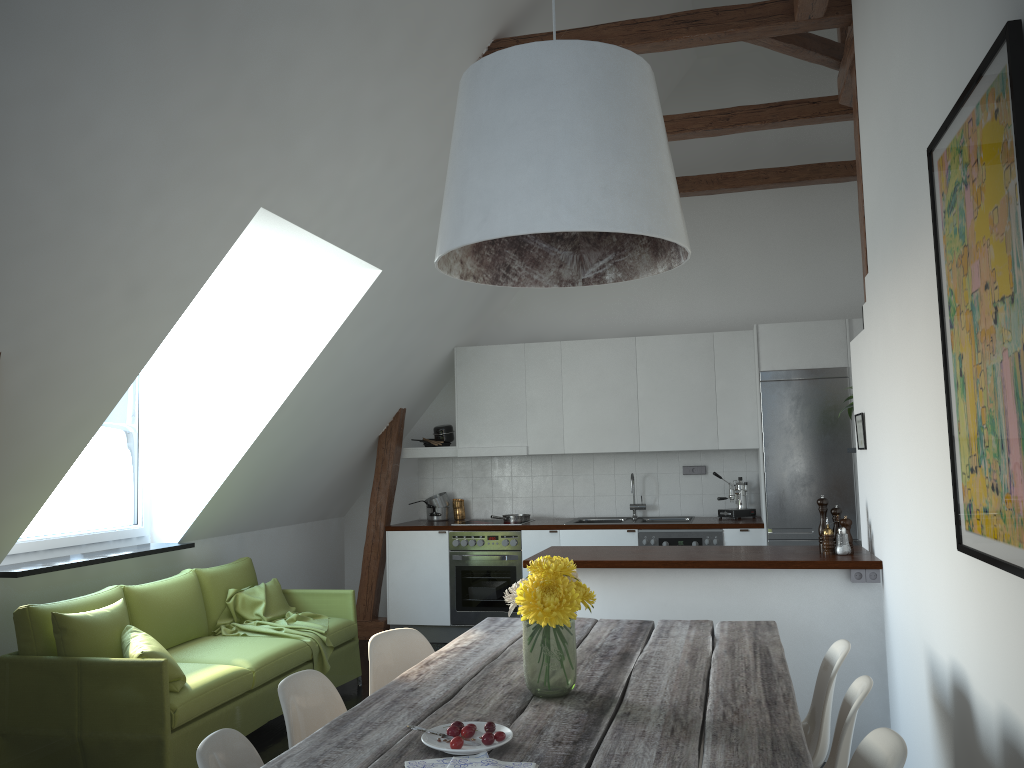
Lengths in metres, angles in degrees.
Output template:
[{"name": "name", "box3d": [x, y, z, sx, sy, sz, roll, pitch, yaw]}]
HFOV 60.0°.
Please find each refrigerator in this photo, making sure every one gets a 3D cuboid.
[{"name": "refrigerator", "box3d": [2.123, 0.823, 6.310, 0.609, 1.868, 0.031, -3, -5, 14]}]

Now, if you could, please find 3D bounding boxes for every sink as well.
[{"name": "sink", "box3d": [0.939, 0.969, 7.014, 0.963, 0.519, 0.671, -3, -5, 14]}]

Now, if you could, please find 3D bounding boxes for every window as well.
[{"name": "window", "box3d": [-0.501, -1.541, 1.263, 5.959, 4.249, 8.018, -3, -5, 14]}]

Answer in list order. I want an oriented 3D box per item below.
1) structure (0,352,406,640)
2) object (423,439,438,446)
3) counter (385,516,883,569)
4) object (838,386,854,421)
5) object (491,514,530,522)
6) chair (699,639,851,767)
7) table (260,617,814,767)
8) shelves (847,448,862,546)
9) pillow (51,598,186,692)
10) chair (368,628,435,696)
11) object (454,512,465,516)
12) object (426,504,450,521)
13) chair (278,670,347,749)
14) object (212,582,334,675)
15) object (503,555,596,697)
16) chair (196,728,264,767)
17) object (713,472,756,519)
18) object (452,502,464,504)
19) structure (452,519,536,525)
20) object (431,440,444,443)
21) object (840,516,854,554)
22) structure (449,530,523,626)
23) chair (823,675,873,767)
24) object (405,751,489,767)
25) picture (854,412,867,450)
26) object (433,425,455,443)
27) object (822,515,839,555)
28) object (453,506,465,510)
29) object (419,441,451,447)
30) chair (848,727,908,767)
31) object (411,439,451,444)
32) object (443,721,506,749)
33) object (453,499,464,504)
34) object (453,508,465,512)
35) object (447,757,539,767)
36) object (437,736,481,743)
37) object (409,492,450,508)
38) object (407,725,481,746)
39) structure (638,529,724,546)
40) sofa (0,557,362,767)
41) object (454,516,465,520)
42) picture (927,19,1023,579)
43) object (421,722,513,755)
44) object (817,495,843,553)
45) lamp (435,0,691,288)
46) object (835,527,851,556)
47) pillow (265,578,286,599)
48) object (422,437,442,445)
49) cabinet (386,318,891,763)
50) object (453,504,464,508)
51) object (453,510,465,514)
[{"name": "structure", "box3d": [-2.825, 0.654, 1.510, 1.023, 1.963, 12.350, -3, -5, 14]}, {"name": "object", "box3d": [-0.696, 0.494, 7.527, 0.065, 0.065, 0.332, 0, -5, -19]}, {"name": "counter", "box3d": [0.424, 1.019, 5.919, 3.365, 0.038, 3.085, -3, -5, 14]}, {"name": "object", "box3d": [2.086, 0.109, 4.962, 0.493, 0.486, 0.506, -5, -6, 33]}, {"name": "object", "box3d": [-0.021, 1.091, 7.253, 0.351, 0.061, 0.232, 0, -5, -13]}, {"name": "chair", "box3d": [0.839, 1.245, 2.892, 0.542, 0.801, 0.465, -3, -5, 15]}, {"name": "table", "box3d": [0.174, 1.219, 2.306, 1.141, 0.788, 2.421, -3, -5, 14]}, {"name": "shelves", "box3d": [2.203, 0.613, 4.797, 0.660, 0.553, 0.408, -3, -5, 14]}, {"name": "pillow", "box3d": [-1.738, 1.209, 4.090, 0.600, 0.387, 0.475, -2, -5, 11]}, {"name": "chair", "box3d": [-0.241, 1.289, 3.078, 0.542, 0.801, 0.465, -6, -6, 40]}, {"name": "object", "box3d": [-0.451, 1.126, 7.609, 0.100, 0.048, 0.099, -5, -6, 32]}, {"name": "object", "box3d": [-0.626, 1.088, 7.550, 0.200, 0.154, 0.348, -1, -5, -7]}, {"name": "chair", "box3d": [-0.383, 1.245, 2.520, 0.542, 0.801, 0.465, -3, -5, 15]}, {"name": "object", "box3d": [-1.375, 1.488, 5.426, 0.722, 0.493, 0.711, -2, -5, 9]}, {"name": "object", "box3d": [0.106, 0.654, 2.419, 0.233, 0.365, 0.293, 0, -5, -15]}, {"name": "chair", "box3d": [-0.422, 1.201, 1.995, 0.542, 0.801, 0.465, -1, -5, 0]}, {"name": "object", "box3d": [1.725, 0.870, 6.970, 0.353, 0.370, 0.206, 1, -6, -30]}, {"name": "object", "box3d": [-0.461, 1.031, 7.617, 0.100, 0.036, 0.100, -6, -7, 42]}, {"name": "structure", "box3d": [-0.141, 1.140, 7.194, 0.574, 0.041, 0.504, -3, -5, 14]}, {"name": "object", "box3d": [-0.645, 0.492, 7.571, 0.065, 0.031, 0.335, 1, -6, -29]}, {"name": "object", "box3d": [1.649, 0.742, 4.370, 0.058, 0.184, 0.058, -2, -5, 10]}, {"name": "structure", "box3d": [-0.124, 1.531, 7.173, 0.583, 0.725, 0.749, -3, -5, 14]}, {"name": "chair", "box3d": [0.724, 1.209, 2.434, 0.542, 0.801, 0.465, -3, -5, 20]}, {"name": "object", "box3d": [-0.124, 0.784, 1.798, 0.182, 0.014, 0.185, 0, -5, -12]}, {"name": "picture", "box3d": [1.758, 0.240, 4.466, 0.023, 0.182, 0.250, -3, -5, 14]}, {"name": "object", "box3d": [-0.588, 0.431, 7.625, 0.190, 0.166, 0.200, 1, -5, -23]}, {"name": "object", "box3d": [1.567, 0.740, 4.363, 0.080, 0.192, 0.058, -1, -5, -2]}, {"name": "object", "box3d": [-0.458, 1.067, 7.617, 0.099, 0.057, 0.101, -4, -5, 25]}, {"name": "object", "box3d": [-0.644, 0.513, 7.567, 0.243, 0.056, 0.350, -2, -5, 3]}, {"name": "chair", "box3d": [0.583, 1.168, 1.919, 0.542, 0.801, 0.465, -2, -5, 10]}, {"name": "object", "box3d": [-0.705, 0.505, 7.623, 0.357, 0.075, 0.244, 0, -5, -15]}, {"name": "object", "box3d": [-0.084, 0.783, 1.986, 0.132, 0.034, 0.144, 0, -5, -14]}, {"name": "object", "box3d": [-0.461, 1.011, 7.617, 0.100, 0.047, 0.099, -2, -5, 9]}, {"name": "object", "box3d": [-0.456, 1.088, 7.616, 0.099, 0.043, 0.100, -2, -5, 1]}, {"name": "object", "box3d": [-0.047, 0.778, 1.763, 0.182, 0.016, 0.179, -2, -5, 9]}, {"name": "object", "box3d": [-0.116, 0.792, 1.981, 0.110, 0.011, 0.058, -3, -5, 18]}, {"name": "object", "box3d": [-0.715, 1.017, 7.609, 0.371, 0.169, 0.203, 0, -5, -14]}, {"name": "object", "box3d": [-0.154, 0.786, 1.986, 0.194, 0.022, 0.019, -4, -6, 29]}, {"name": "structure", "box3d": [1.306, 1.452, 6.734, 0.612, 0.725, 0.582, -3, -5, 14]}, {"name": "sofa", "box3d": [-1.645, 1.467, 4.840, 0.898, 0.825, 2.093, -3, -5, 13]}, {"name": "object", "box3d": [-0.449, 1.147, 7.607, 0.100, 0.036, 0.100, -2, -5, 10]}, {"name": "picture", "box3d": [1.168, -0.143, 2.193, 0.036, 1.181, 0.808, -3, -5, 14]}, {"name": "object", "box3d": [-0.099, 0.795, 1.978, 0.205, 0.024, 0.205, -2, -5, 6]}, {"name": "object", "box3d": [1.597, 0.701, 4.445, 0.123, 0.283, 0.061, -3, -5, 14]}, {"name": "lamp", "box3d": [0.127, -1.731, 2.571, 0.757, 2.813, 0.697, 1, -5, -26]}, {"name": "object", "box3d": [1.605, 0.762, 4.308, 0.069, 0.135, 0.069, -1, -5, -11]}, {"name": "pillow", "box3d": [-1.557, 1.395, 5.607, 0.210, 0.275, 0.462, -3, -5, 12]}, {"name": "object", "box3d": [-0.682, 0.487, 7.534, 0.061, 0.077, 0.331, 1, -6, -28]}, {"name": "cabinet", "box3d": [0.841, 0.722, 5.864, 4.208, 2.369, 3.033, -3, -5, 14]}, {"name": "object", "box3d": [-0.461, 1.048, 7.615, 0.100, 0.036, 0.100, 0, -5, -20]}, {"name": "object", "box3d": [-0.454, 1.108, 7.612, 0.099, 0.051, 0.099, -1, -5, 0]}]
